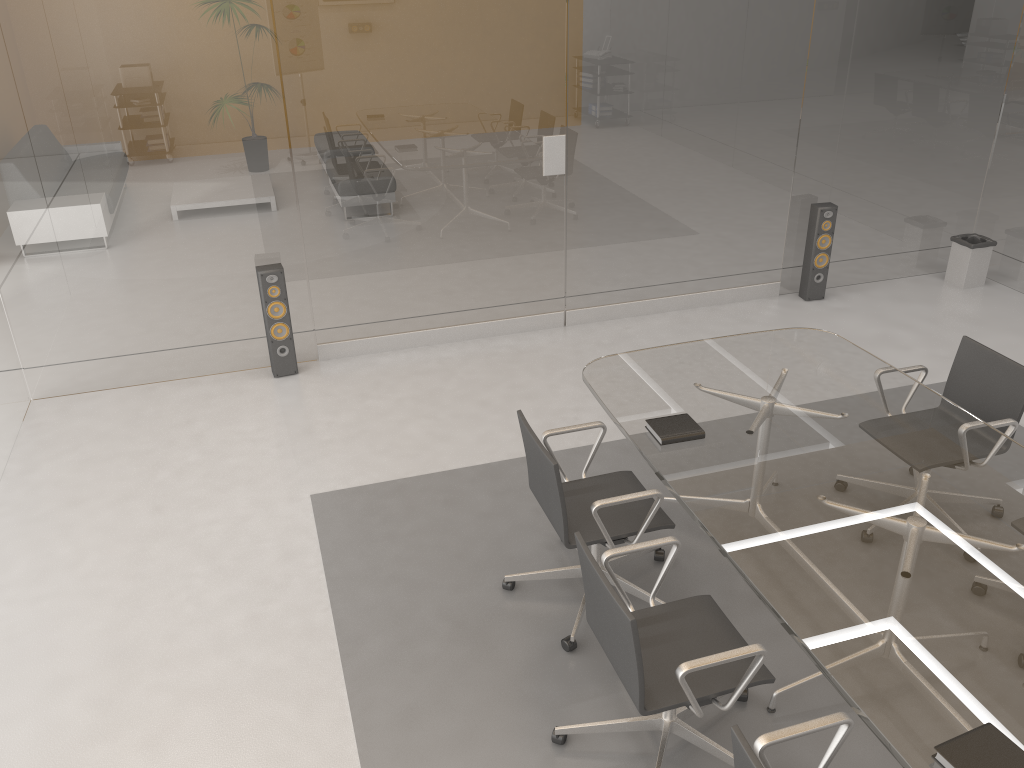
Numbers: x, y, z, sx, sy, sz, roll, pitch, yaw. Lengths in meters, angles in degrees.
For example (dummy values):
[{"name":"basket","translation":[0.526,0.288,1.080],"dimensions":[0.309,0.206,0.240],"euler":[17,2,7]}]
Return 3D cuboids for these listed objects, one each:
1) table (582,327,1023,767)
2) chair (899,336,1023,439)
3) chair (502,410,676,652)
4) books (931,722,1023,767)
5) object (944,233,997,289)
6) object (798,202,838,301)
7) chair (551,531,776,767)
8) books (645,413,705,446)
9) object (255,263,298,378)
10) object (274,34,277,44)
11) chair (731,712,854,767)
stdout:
[{"name":"table","translation":[1.346,0.763,3.091],"dimensions":[1.372,0.721,3.054],"euler":[-9,28,-15]},{"name":"chair","translation":[1.848,0.275,3.946],"dimensions":[0.710,0.805,0.731],"euler":[-18,31,-29]},{"name":"chair","translation":[0.371,0.501,3.563],"dimensions":[0.710,0.805,0.731],"euler":[-18,31,-30]},{"name":"books","translation":[1.100,0.878,2.046],"dimensions":[0.183,0.032,0.164],"euler":[-12,29,-20]},{"name":"object","translation":[3.475,-0.934,6.744],"dimensions":[0.233,0.363,0.233],"euler":[-9,28,-15]},{"name":"object","translation":[2.232,-0.956,6.459],"dimensions":[0.152,0.706,0.124],"euler":[-6,27,-10]},{"name":"chair","translation":[0.547,0.859,2.852],"dimensions":[0.710,0.805,0.731],"euler":[-18,31,-30]},{"name":"books","translation":[0.631,0.176,3.443],"dimensions":[0.183,0.032,0.164],"euler":[-8,28,-13]},{"name":"object","translation":[-1.449,-0.384,5.485],"dimensions":[0.152,0.706,0.124],"euler":[-11,29,-19]},{"name":"object","translation":[-2.987,-3.389,10.072],"dimensions":[0.912,1.956,1.222],"euler":[10,29,21]},{"name":"chair","translation":[0.866,1.200,2.169],"dimensions":[0.710,0.805,0.731],"euler":[-18,31,-30]}]
